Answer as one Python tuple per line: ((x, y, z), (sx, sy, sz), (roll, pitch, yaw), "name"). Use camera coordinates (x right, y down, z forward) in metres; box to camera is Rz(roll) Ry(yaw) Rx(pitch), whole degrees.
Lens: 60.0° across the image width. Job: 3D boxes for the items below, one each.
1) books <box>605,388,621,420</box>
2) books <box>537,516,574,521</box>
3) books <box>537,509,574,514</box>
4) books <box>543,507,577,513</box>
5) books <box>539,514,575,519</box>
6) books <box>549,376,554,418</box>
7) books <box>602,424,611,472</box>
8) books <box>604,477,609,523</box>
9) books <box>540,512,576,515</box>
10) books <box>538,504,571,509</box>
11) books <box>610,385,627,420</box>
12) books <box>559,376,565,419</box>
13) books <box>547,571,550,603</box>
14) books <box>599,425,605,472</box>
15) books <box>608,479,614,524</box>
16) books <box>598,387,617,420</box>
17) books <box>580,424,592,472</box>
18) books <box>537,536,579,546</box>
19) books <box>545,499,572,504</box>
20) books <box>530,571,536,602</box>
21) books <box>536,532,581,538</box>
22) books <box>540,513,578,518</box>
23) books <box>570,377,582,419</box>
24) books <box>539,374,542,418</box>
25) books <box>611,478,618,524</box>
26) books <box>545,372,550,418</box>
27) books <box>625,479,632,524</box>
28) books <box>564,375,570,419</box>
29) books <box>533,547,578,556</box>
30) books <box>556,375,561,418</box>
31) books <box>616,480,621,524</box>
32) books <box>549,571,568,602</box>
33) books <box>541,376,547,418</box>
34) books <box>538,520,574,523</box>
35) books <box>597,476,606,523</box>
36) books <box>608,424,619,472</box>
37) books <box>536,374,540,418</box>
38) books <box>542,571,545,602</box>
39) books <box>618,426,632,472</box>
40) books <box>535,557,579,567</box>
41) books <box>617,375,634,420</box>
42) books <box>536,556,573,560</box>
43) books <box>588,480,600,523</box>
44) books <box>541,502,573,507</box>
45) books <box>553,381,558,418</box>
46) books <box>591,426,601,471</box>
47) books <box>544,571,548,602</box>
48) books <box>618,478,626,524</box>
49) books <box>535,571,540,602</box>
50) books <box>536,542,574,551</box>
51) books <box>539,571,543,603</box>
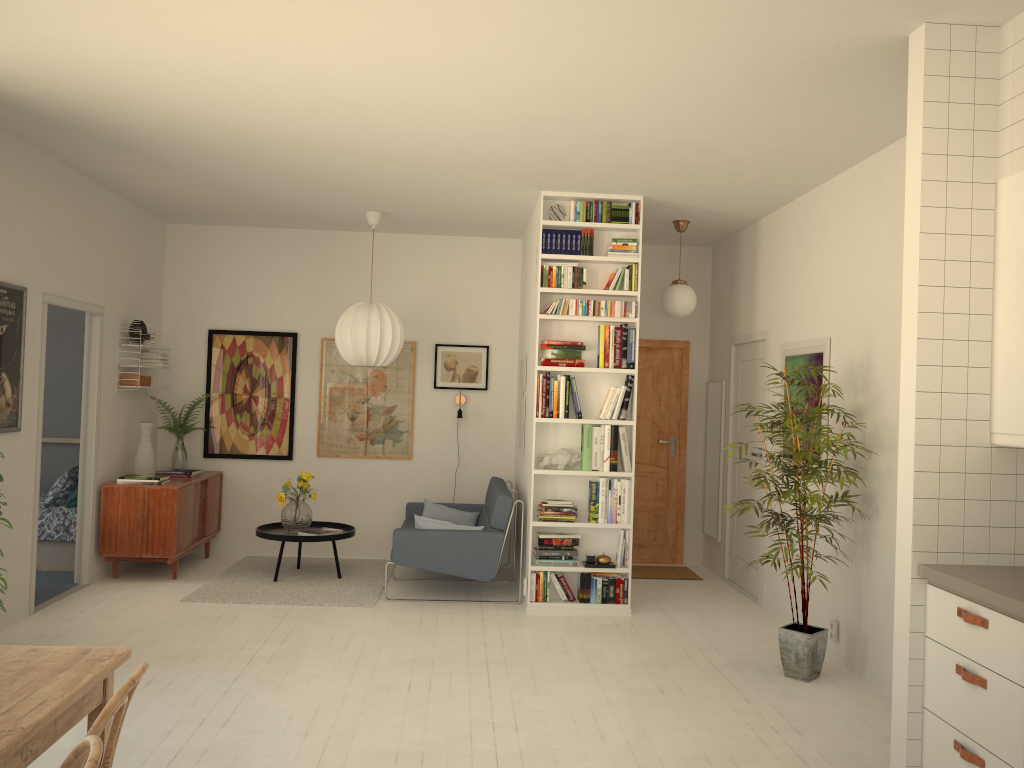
((0.699, 0.137, 6.216), (0.105, 0.225, 0.138), (2, -1, -3), "books")
((0.298, 0.933, 6.175), (0.246, 0.014, 0.173), (2, -1, -4), "books")
((0.300, 0.888, 6.174), (0.238, 0.012, 0.120), (2, -1, -8), "books")
((0.337, 0.871, 6.197), (0.235, 0.025, 0.163), (2, -1, 3), "books")
((0.310, 0.922, 6.184), (0.248, 0.009, 0.171), (2, -1, 0), "books")
((0.268, 0.093, 6.206), (0.030, 0.289, 0.200), (2, -1, -3), "books")
((0.651, 0.446, 6.231), (0.037, 0.324, 0.240), (2, -1, -3), "books")
((0.647, 0.808, 6.234), (0.027, 0.311, 0.228), (2, -1, -3), "books")
((0.314, 0.898, 6.192), (0.250, 0.008, 0.135), (2, -1, -7), "books")
((0.295, 0.851, 6.188), (0.221, 0.010, 0.169), (2, -1, 0), "books")
((0.742, 0.132, 6.242), (0.092, 0.244, 0.196), (2, -1, -3), "books")
((0.343, 0.094, 6.206), (0.032, 0.291, 0.189), (2, -1, -3), "books")
((0.244, 1.394, 6.172), (0.010, 0.215, 0.193), (2, -1, -3), "books")
((0.618, 0.446, 6.243), (0.023, 0.321, 0.235), (2, -1, -3), "books")
((0.680, 0.816, 6.195), (0.035, 0.304, 0.150), (2, -1, -3), "books")
((0.664, 0.133, 6.207), (0.115, 0.232, 0.133), (2, -1, -3), "books")
((0.515, 0.440, 6.215), (0.056, 0.328, 0.228), (2, -1, -3), "books")
((0.315, 1.089, 6.191), (0.285, 0.047, 0.185), (2, -1, -3), "books")
((0.322, 0.820, 6.178), (0.166, 0.019, 0.127), (2, -1, -10), "books")
((0.137, 1.401, 6.175), (0.039, 0.199, 0.185), (2, -1, -3), "books")
((0.320, 1.053, 6.206), (0.297, 0.024, 0.162), (2, -1, -12), "books")
((0.333, 0.911, 6.212), (0.255, 0.014, 0.197), (2, -1, 6), "books")
((0.440, 0.099, 6.216), (0.093, 0.288, 0.200), (2, -1, -3), "books")
((0.191, 0.084, 6.210), (0.015, 0.301, 0.207), (2, -1, -3), "books")
((0.708, 0.813, 6.229), (0.025, 0.305, 0.213), (2, -1, -3), "books")
((0.242, 0.078, 6.206), (0.021, 0.317, 0.179), (2, -1, -3), "books")
((0.798, 0.817, 6.240), (0.039, 0.303, 0.229), (2, -1, -3), "books")
((0.377, 0.089, 6.200), (0.033, 0.306, 0.150), (2, -1, -3), "books")
((0.300, 1.168, 6.187), (0.297, 0.039, 0.165), (2, -1, -8), "books")
((0.316, 0.089, 6.219), (0.020, 0.304, 0.193), (2, -1, -3), "books")
((0.732, 0.821, 6.216), (0.022, 0.291, 0.208), (2, -1, -3), "books")
((0.316, 1.403, 6.179), (0.135, 0.200, 0.134), (2, -1, -3), "books")
((0.216, 0.090, 6.204), (0.032, 0.291, 0.203), (2, -1, -3), "books")
((0.303, 0.945, 6.178), (0.247, 0.009, 0.170), (2, -1, 0), "books")
((0.615, 0.807, 6.230), (0.037, 0.312, 0.241), (2, -1, -3), "books")
((0.700, 0.446, 6.229), (0.056, 0.327, 0.202), (2, -1, -3), "books")
((0.173, 0.083, 6.215), (0.021, 0.301, 0.222), (2, -1, -3), "books")
((0.210, 1.398, 6.184), (0.012, 0.206, 0.193), (2, -1, -3), "books")
((0.777, 0.454, 6.240), (0.099, 0.316, 0.229), (2, -1, -3), "books")
((0.313, 1.235, 6.202), (0.297, 0.038, 0.204), (2, -1, 2), "books")
((0.795, 0.096, 6.238), (0.092, 0.319, 0.179), (2, -1, -3), "books")
((0.290, 1.200, 6.202), (0.241, 0.024, 0.168), (2, -1, -8), "books")
((0.567, 0.819, 6.216), (0.057, 0.284, 0.200), (2, -1, -3), "books")
((0.309, 0.838, 6.198), (0.212, 0.017, 0.165), (2, -1, -6), "books")
((0.294, 0.109, 6.200), (0.024, 0.260, 0.199), (2, -1, -3), "books")
((0.575, 0.453, 6.222), (0.065, 0.311, 0.199), (2, -1, -3), "books")
((0.227, 1.394, 6.186), (0.021, 0.215, 0.174), (2, -1, -3), "books")
((0.764, 0.814, 6.208), (0.037, 0.308, 0.161), (2, -1, -3), "books")
((0.171, 1.397, 6.173), (0.026, 0.206, 0.187), (2, -1, -3), "books")
((0.296, 1.132, 6.187), (0.247, 0.039, 0.143), (2, -1, -6), "books")
((0.195, 1.396, 6.170), (0.020, 0.211, 0.184), (2, -1, -3), "books")
